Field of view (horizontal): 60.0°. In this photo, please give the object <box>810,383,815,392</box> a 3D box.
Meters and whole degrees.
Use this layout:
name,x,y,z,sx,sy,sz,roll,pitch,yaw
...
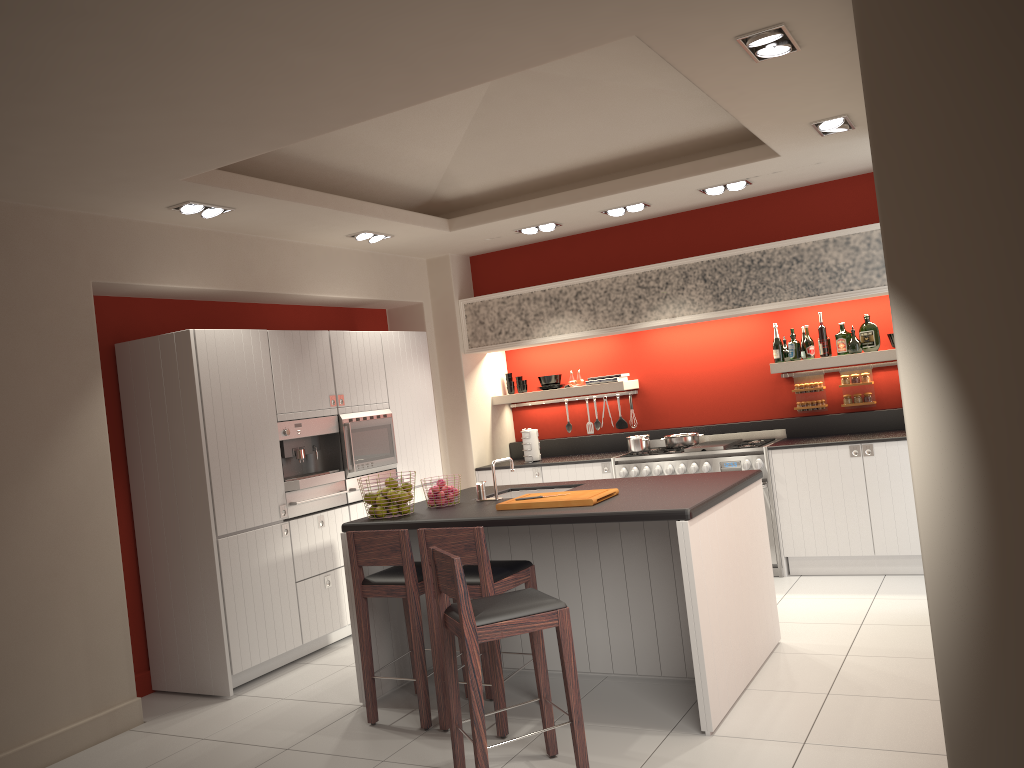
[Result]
name,x,y,z,sx,sy,sz,roll,pitch,yaw
object,2.494,0.030,7.360,0.034,0.078,0.034,-6,-1,-40

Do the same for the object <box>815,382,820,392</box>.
name,x,y,z,sx,sy,sz,roll,pitch,yaw
object,2.528,0.025,7.341,0.034,0.078,0.034,-6,-1,-40

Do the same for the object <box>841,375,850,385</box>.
name,x,y,z,sx,sy,sz,roll,pitch,yaw
object,2.728,-0.030,7.255,0.068,0.088,0.068,-6,-1,-40

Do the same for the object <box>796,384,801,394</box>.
name,x,y,z,sx,sy,sz,roll,pitch,yaw
object,2.393,0.042,7.416,0.034,0.078,0.034,-6,-1,-40

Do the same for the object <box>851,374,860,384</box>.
name,x,y,z,sx,sy,sz,roll,pitch,yaw
object,2.796,-0.038,7.217,0.068,0.088,0.068,-6,-1,-40

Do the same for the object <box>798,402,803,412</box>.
name,x,y,z,sx,sy,sz,roll,pitch,yaw
object,2.410,0.190,7.414,0.034,0.078,0.034,-6,-1,-40

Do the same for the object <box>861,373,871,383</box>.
name,x,y,z,sx,sy,sz,roll,pitch,yaw
object,2.864,-0.047,7.180,0.068,0.088,0.068,-6,-1,-40

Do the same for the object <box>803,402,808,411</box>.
name,x,y,z,sx,sy,sz,roll,pitch,yaw
object,2.444,0.185,7.395,0.034,0.078,0.034,-6,-1,-40

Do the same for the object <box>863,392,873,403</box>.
name,x,y,z,sx,sy,sz,roll,pitch,yaw
object,2.882,0.113,7.177,0.068,0.088,0.068,-6,-1,-40

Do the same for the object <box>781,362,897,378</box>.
name,x,y,z,sx,sy,sz,roll,pitch,yaw
object,2.890,-0.142,7.248,1.354,0.034,0.048,-7,-1,29

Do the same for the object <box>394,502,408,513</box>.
name,x,y,z,sx,sy,sz,roll,pitch,yaw
object,-0.645,0.706,5.145,0.084,0.079,0.086,-6,-1,-16

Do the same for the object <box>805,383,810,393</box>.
name,x,y,z,sx,sy,sz,roll,pitch,yaw
object,2.461,0.034,7.379,0.034,0.078,0.034,-6,-1,-40

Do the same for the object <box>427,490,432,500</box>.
name,x,y,z,sx,sy,sz,roll,pitch,yaw
object,-0.478,0.666,5.316,0.059,0.059,0.060,-7,-1,41

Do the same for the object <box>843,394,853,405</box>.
name,x,y,z,sx,sy,sz,roll,pitch,yaw
object,2.747,0.129,7.252,0.068,0.088,0.068,-6,-1,-40

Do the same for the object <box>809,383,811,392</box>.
name,x,y,z,sx,sy,sz,roll,pitch,yaw
object,2.499,0.030,7.401,0.034,0.078,0.034,-6,-1,-40

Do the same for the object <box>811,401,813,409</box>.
name,x,y,z,sx,sy,sz,roll,pitch,yaw
object,2.516,0.177,7.398,0.034,0.078,0.034,-6,-1,-40

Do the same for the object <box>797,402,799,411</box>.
name,x,y,z,sx,sy,sz,roll,pitch,yaw
object,2.413,0.190,7.456,0.034,0.078,0.034,-6,-1,-40

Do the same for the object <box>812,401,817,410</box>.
name,x,y,z,sx,sy,sz,roll,pitch,yaw
object,2.512,0.177,7.357,0.034,0.078,0.034,-6,-1,-40

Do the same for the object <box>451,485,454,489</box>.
name,x,y,z,sx,sy,sz,roll,pitch,yaw
object,-0.374,0.644,5.398,0.056,0.050,0.055,-6,-1,-23

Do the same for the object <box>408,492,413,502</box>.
name,x,y,z,sx,sy,sz,roll,pitch,yaw
object,-0.601,0.651,5.128,0.056,0.057,0.055,-7,-1,20

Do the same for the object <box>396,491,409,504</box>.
name,x,y,z,sx,sy,sz,roll,pitch,yaw
object,-0.629,0.652,5.075,0.082,0.082,0.082,-7,-1,-4

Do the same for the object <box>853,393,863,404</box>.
name,x,y,z,sx,sy,sz,roll,pitch,yaw
object,2.814,0.121,7.214,0.068,0.088,0.068,-6,-1,-40

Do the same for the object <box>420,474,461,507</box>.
name,x,y,z,sx,sy,sz,roll,pitch,yaw
object,-0.419,0.644,5.337,0.247,0.168,0.248,-7,-1,17

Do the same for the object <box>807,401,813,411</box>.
name,x,y,z,sx,sy,sz,roll,pitch,yaw
object,2.478,0.181,7.376,0.034,0.078,0.034,-6,-1,-40

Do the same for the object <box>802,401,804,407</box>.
name,x,y,z,sx,sy,sz,roll,pitch,yaw
object,2.447,0.185,7.437,0.034,0.078,0.034,-6,-1,-40

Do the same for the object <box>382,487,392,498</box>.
name,x,y,z,sx,sy,sz,roll,pitch,yaw
object,-0.714,0.619,5.079,0.057,0.061,0.062,-8,-1,43

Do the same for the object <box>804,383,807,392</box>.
name,x,y,z,sx,sy,sz,roll,pitch,yaw
object,2.464,0.034,7.421,0.034,0.078,0.034,-6,-1,-40

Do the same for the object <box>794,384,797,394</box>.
name,x,y,z,sx,sy,sz,roll,pitch,yaw
object,2.396,0.042,7.459,0.034,0.078,0.034,-6,-1,-40

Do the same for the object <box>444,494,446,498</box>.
name,x,y,z,sx,sy,sz,roll,pitch,yaw
object,-0.416,0.664,5.374,0.055,0.056,0.055,-7,-1,38

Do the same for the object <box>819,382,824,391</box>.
name,x,y,z,sx,sy,sz,roll,pitch,yaw
object,2.567,0.021,7.363,0.034,0.078,0.034,-6,-1,-40

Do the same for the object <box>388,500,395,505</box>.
name,x,y,z,sx,sy,sz,roll,pitch,yaw
object,-0.716,0.689,5.187,0.064,0.060,0.064,-7,-1,24

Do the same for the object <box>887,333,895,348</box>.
name,x,y,z,sx,sy,sz,roll,pitch,yaw
object,3.088,-0.347,6.969,0.251,0.121,0.251,-7,-1,11

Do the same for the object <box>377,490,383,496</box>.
name,x,y,z,sx,sy,sz,roll,pitch,yaw
object,-0.758,0.643,5.144,0.057,0.061,0.062,-8,-1,43

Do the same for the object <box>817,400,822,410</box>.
name,x,y,z,sx,sy,sz,roll,pitch,yaw
object,2.546,0.173,7.338,0.034,0.078,0.034,-6,-1,-40

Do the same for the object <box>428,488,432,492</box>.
name,x,y,z,sx,sy,sz,roll,pitch,yaw
object,-0.480,0.649,5.361,0.049,0.049,0.048,-7,-1,36

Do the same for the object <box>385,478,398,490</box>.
name,x,y,z,sx,sy,sz,roll,pitch,yaw
object,-0.698,0.576,5.134,0.078,0.080,0.078,-7,-1,29

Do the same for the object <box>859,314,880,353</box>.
name,x,y,z,sx,sy,sz,roll,pitch,yaw
object,2.851,-0.407,7.086,0.057,0.303,0.186,-6,-1,-32

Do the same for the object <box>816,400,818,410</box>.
name,x,y,z,sx,sy,sz,roll,pitch,yaw
object,2.550,0.173,7.380,0.034,0.078,0.034,-6,-1,-40

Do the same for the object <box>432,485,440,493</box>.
name,x,y,z,sx,sy,sz,roll,pitch,yaw
object,-0.453,0.626,5.264,0.048,0.046,0.048,-6,-1,-15

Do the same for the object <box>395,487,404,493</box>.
name,x,y,z,sx,sy,sz,roll,pitch,yaw
object,-0.652,0.622,5.120,0.056,0.054,0.057,-7,-1,0

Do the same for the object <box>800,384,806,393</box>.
name,x,y,z,sx,sy,sz,roll,pitch,yaw
object,2.427,0.038,7.397,0.034,0.078,0.034,-6,-1,-40

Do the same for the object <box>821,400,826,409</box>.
name,x,y,z,sx,sy,sz,roll,pitch,yaw
object,2.584,0.168,7.361,0.034,0.078,0.034,-6,-1,-40

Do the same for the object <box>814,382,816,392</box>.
name,x,y,z,sx,sy,sz,roll,pitch,yaw
object,2.533,0.025,7.382,0.034,0.078,0.034,-6,-1,-40

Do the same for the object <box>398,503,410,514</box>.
name,x,y,z,sx,sy,sz,roll,pitch,yaw
object,-0.615,0.709,5.063,0.068,0.068,0.068,-7,-1,40

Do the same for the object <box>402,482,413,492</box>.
name,x,y,z,sx,sy,sz,roll,pitch,yaw
object,-0.611,0.600,5.156,0.067,0.064,0.067,-7,-1,30

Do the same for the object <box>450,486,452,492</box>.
name,x,y,z,sx,sy,sz,roll,pitch,yaw
object,-0.380,0.638,5.346,0.041,0.044,0.045,-7,-1,-2
